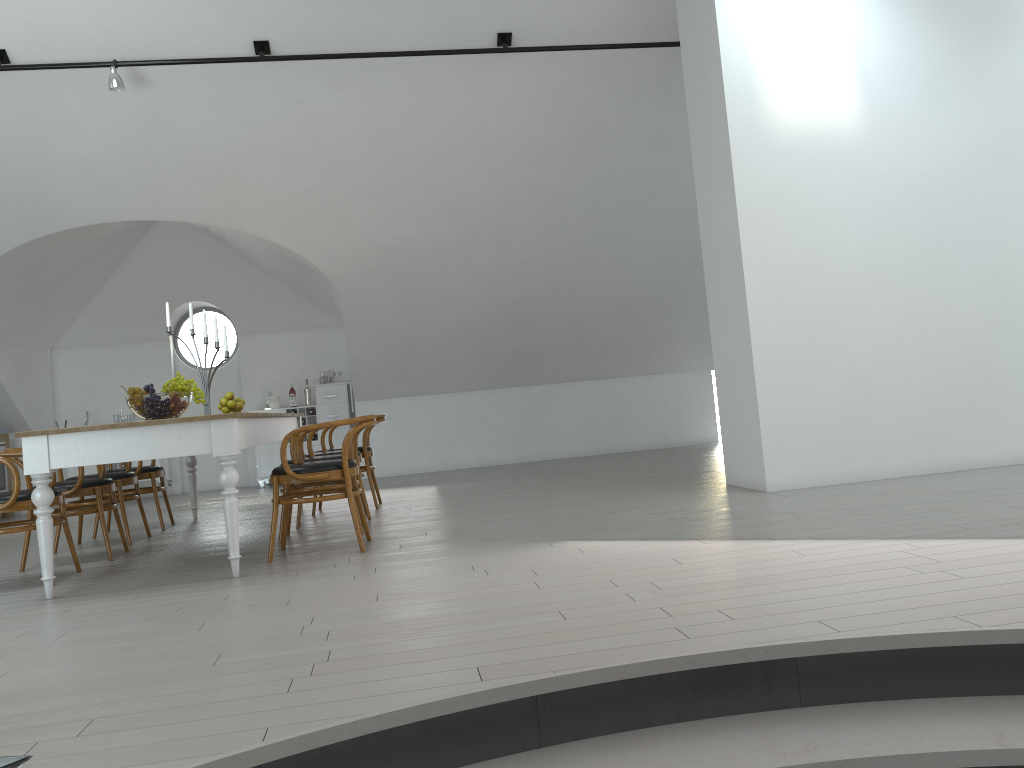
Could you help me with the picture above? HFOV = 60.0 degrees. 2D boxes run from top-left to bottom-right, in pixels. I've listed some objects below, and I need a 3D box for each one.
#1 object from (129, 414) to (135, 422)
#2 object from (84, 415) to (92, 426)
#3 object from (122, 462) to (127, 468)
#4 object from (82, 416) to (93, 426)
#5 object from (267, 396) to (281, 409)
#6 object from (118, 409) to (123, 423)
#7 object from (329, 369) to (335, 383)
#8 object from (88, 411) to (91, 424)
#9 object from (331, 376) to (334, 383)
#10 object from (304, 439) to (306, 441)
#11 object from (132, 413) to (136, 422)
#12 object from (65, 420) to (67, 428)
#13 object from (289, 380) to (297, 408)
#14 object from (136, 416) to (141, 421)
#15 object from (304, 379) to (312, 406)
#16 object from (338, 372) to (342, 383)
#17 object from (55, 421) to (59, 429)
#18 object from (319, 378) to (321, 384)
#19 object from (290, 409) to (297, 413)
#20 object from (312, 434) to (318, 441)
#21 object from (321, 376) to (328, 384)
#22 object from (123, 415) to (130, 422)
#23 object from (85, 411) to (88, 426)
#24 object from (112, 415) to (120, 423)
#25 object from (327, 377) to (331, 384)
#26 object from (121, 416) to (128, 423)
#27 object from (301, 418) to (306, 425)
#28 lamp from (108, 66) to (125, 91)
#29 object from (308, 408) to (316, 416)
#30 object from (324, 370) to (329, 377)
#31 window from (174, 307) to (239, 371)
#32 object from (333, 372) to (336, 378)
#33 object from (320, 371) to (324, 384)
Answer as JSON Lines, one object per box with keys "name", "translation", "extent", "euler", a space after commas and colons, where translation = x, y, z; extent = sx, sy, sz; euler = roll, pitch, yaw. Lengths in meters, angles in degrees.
{"name": "object", "translation": [-4.405, 0.400, 10.279], "extent": [0.071, 0.099, 0.071], "euler": [-6, -2, 15]}
{"name": "object", "translation": [-4.964, 0.418, 10.374], "extent": [0.097, 0.137, 0.029], "euler": [-5, -3, -5]}
{"name": "object", "translation": [-4.435, 0.940, 10.202], "extent": [0.082, 0.083, 0.316], "euler": [-5, -1, -8]}
{"name": "object", "translation": [-4.962, 0.438, 10.365], "extent": [0.101, 0.138, 0.066], "euler": [-5, -3, -8]}
{"name": "object", "translation": [-2.859, 0.225, 10.666], "extent": [0.154, 0.160, 0.158], "euler": [-6, -2, 20]}
{"name": "object", "translation": [-4.535, 0.376, 10.269], "extent": [0.048, 0.169, 0.048], "euler": [-4, -3, -20]}
{"name": "object", "translation": [-2.215, -0.084, 10.924], "extent": [0.063, 0.187, 0.063], "euler": [-4, -3, -22]}
{"name": "object", "translation": [-4.942, 0.402, 10.360], "extent": [0.039, 0.164, 0.024], "euler": [-6, -3, 5]}
{"name": "object", "translation": [-2.217, -0.041, 10.849], "extent": [0.071, 0.099, 0.071], "euler": [-5, -2, 0]}
{"name": "object", "translation": [-2.564, 0.654, 10.675], "extent": [0.156, 0.085, 0.330], "euler": [-5, -1, -7]}
{"name": "object", "translation": [-4.413, 0.362, 10.351], "extent": [0.054, 0.179, 0.054], "euler": [-4, -3, -31]}
{"name": "object", "translation": [-5.090, 0.545, 10.095], "extent": [0.088, 0.269, 0.029], "euler": [-6, -3, 18]}
{"name": "object", "translation": [-2.656, 0.122, 10.726], "extent": [0.081, 0.330, 0.081], "euler": [-5, -3, -12]}
{"name": "object", "translation": [-4.354, 0.352, 10.329], "extent": [0.063, 0.187, 0.063], "euler": [-4, -3, -23]}
{"name": "object", "translation": [-2.477, 0.105, 10.746], "extent": [0.085, 0.331, 0.085], "euler": [-8, -4, 41]}
{"name": "object", "translation": [-2.095, -0.077, 10.818], "extent": [0.046, 0.143, 0.046], "euler": [-5, -3, 3]}
{"name": "object", "translation": [-5.144, 0.550, 10.087], "extent": [0.088, 0.269, 0.029], "euler": [-3, -4, -35]}
{"name": "object", "translation": [-2.305, -0.031, 10.827], "extent": [0.093, 0.093, 0.094], "euler": [-6, -2, 24]}
{"name": "object", "translation": [-2.621, 0.353, 10.683], "extent": [0.093, 0.094, 0.358], "euler": [-5, -1, -7]}
{"name": "object", "translation": [-2.391, 0.642, 10.693], "extent": [0.081, 0.081, 0.358], "euler": [-5, -1, -10]}
{"name": "object", "translation": [-2.253, -0.044, 10.684], "extent": [0.081, 0.105, 0.082], "euler": [-7, -3, 30]}
{"name": "object", "translation": [-4.483, 0.411, 10.326], "extent": [0.094, 0.093, 0.093], "euler": [-5, -2, -20]}
{"name": "object", "translation": [-4.976, 0.404, 10.371], "extent": [0.039, 0.175, 0.054], "euler": [-5, -3, -8]}
{"name": "object", "translation": [-4.547, 0.408, 10.188], "extent": [0.082, 0.105, 0.081], "euler": [-6, -2, 5]}
{"name": "object", "translation": [-2.234, -0.034, 10.768], "extent": [0.077, 0.085, 0.077], "euler": [-5, -2, 0]}
{"name": "object", "translation": [-4.474, 0.412, 10.234], "extent": [0.077, 0.085, 0.077], "euler": [-4, -2, -21]}
{"name": "object", "translation": [-2.512, 0.454, 10.698], "extent": [0.085, 0.085, 0.330], "euler": [-5, -1, -8]}
{"name": "lamp", "translation": [-2.926, -2.257, 6.552], "extent": [0.114, 0.175, 0.113], "euler": [-8, -3, 45]}
{"name": "object", "translation": [-2.414, 0.338, 10.704], "extent": [0.087, 0.085, 0.359], "euler": [-5, -1, -8]}
{"name": "object", "translation": [-2.272, -0.075, 10.897], "extent": [0.054, 0.179, 0.054], "euler": [-5, -3, -14]}
{"name": "window", "translation": [-3.815, -0.559, 11.110], "extent": [0.900, 0.901, 0.060], "euler": [-5, -3, -8]}
{"name": "object", "translation": [-2.155, -0.073, 10.777], "extent": [0.046, 0.143, 0.046], "euler": [-5, -3, 3]}
{"name": "object", "translation": [-2.301, -0.071, 10.753], "extent": [0.048, 0.169, 0.048], "euler": [-7, -3, 24]}
